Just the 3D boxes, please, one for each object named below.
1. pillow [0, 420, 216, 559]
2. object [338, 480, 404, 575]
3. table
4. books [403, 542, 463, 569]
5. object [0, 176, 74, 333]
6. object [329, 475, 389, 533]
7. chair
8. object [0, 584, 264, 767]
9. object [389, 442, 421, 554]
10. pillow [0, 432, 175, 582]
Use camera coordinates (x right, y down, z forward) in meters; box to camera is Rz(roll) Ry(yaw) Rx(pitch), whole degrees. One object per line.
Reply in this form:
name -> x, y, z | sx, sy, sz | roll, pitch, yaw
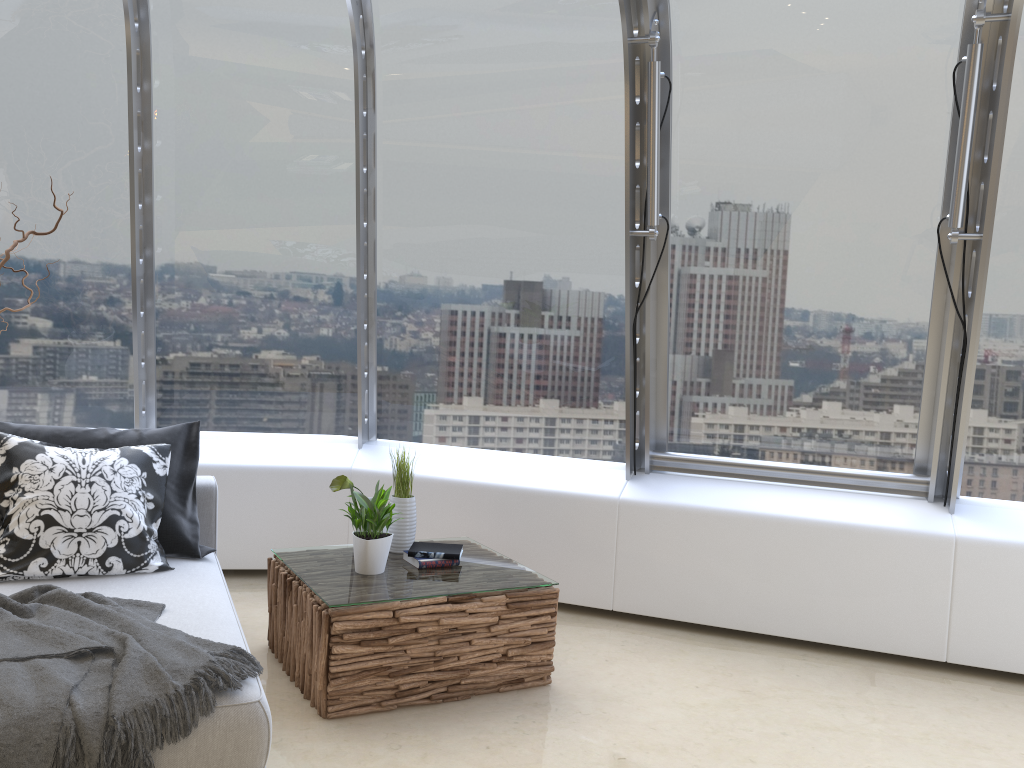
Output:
pillow -> -1.771, 0.421, 3.617 | 1.070, 0.597, 0.510 | 2, 3, -23
object -> -0.578, 0.585, 3.627 | 0.284, 0.369, 0.215 | 5, 3, 40
table -> -0.447, 0.985, 3.761 | 1.007, 0.436, 0.923 | 2, 3, -28
books -> -0.338, 0.740, 3.819 | 0.265, 0.063, 0.246 | 3, 3, -6
object -> -2.951, 0.018, 3.888 | 1.370, 2.059, 1.508 | 3, 3, 8
object -> -0.662, 0.569, 3.828 | 0.297, 0.370, 0.152 | 1, 3, -39
chair -> -1.561, 0.822, 3.045 | 1.176, 0.690, 2.068 | 2, 3, -23
object -> -1.160, 0.839, 2.521 | 0.825, 0.359, 1.024 | 2, 3, -25
object -> -0.498, 0.499, 4.000 | 0.153, 0.511, 0.150 | 2, 3, -25
pillow -> -1.627, 0.459, 3.352 | 0.683, 0.528, 0.431 | 2, 3, -29
